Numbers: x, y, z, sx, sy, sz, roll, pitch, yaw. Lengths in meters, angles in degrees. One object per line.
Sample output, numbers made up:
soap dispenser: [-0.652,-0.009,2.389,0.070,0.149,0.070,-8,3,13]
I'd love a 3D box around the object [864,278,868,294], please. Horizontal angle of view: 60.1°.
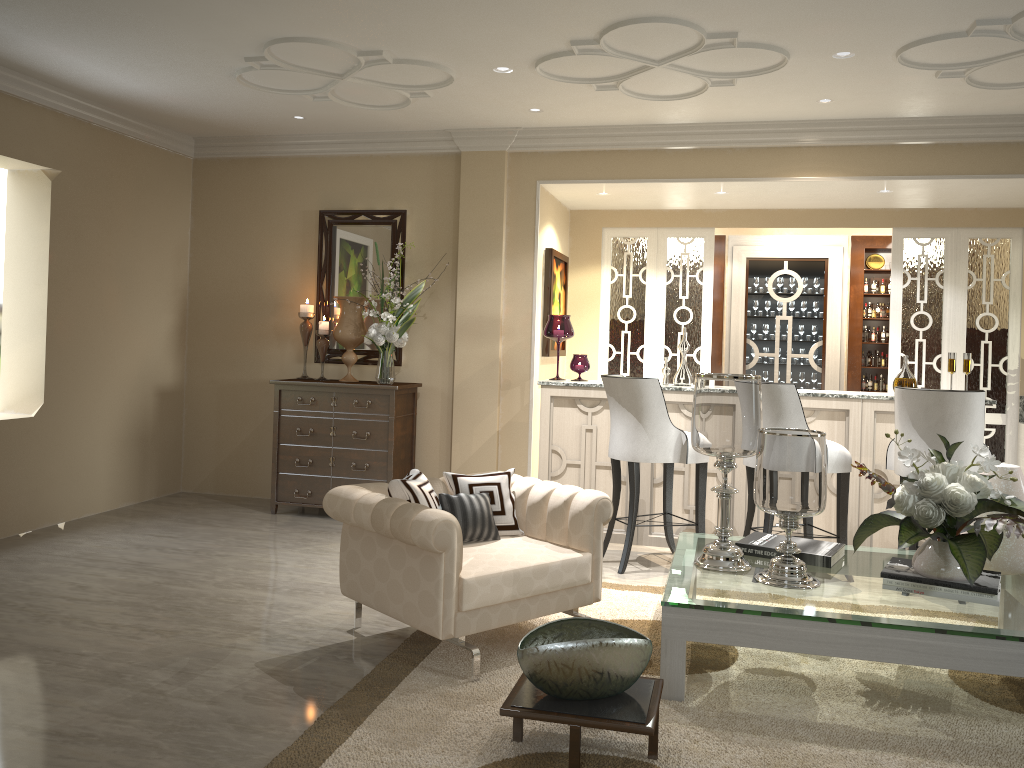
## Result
object: [2.988,-0.828,7.475,0.033,0.137,0.033,2,0,4]

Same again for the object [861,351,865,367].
object: [2.989,-0.215,7.544,0.033,0.137,0.032,2,0,8]

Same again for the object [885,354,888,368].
object: [3.160,-0.195,7.467,0.034,0.115,0.034,2,0,-36]

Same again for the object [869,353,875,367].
object: [3.030,-0.202,7.448,0.044,0.124,0.044,2,0,-8]

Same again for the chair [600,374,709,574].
chair: [0.691,0.436,4.416,0.541,0.951,0.458,2,0,-21]

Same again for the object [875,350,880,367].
object: [3.096,-0.215,7.500,0.038,0.148,0.038,2,0,-18]

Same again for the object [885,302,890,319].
object: [3.164,-0.618,7.443,0.044,0.142,0.044,2,0,-8]

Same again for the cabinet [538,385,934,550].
cabinet: [1.286,0.473,4.868,2.259,0.854,0.351,2,0,14]

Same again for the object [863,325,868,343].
object: [2.983,-0.425,7.472,0.038,0.148,0.038,2,0,-4]

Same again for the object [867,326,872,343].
object: [3.031,-0.422,7.513,0.044,0.142,0.044,2,0,15]

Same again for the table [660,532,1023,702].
table: [1.205,0.841,3.058,1.301,0.345,1.057,2,3,14]

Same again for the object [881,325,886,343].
object: [3.117,-0.418,7.425,0.038,0.148,0.038,2,0,18]

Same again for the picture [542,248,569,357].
picture: [0.295,-0.531,5.925,0.049,0.693,0.596,2,1,14]

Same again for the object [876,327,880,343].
object: [3.090,-0.414,7.486,0.039,0.132,0.039,2,0,17]

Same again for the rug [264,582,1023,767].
rug: [0.990,0.994,2.498,2.972,0.022,2.672,2,3,14]

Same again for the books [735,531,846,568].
books: [1.063,0.630,3.378,0.351,0.044,0.259,3,3,31]

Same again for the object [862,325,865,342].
object: [2.990,-0.426,7.515,0.038,0.148,0.100,2,1,10]

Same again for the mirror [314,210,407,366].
mirror: [-0.973,-0.621,5.693,0.601,0.994,0.035,2,0,14]

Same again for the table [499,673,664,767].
table: [0.193,0.894,2.346,0.385,0.156,0.336,2,2,14]

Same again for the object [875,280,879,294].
object: [3.086,-0.820,7.508,0.044,0.124,0.044,2,0,-3]

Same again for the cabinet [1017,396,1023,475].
cabinet: [3.554,0.533,5.189,0.510,0.840,1.231,2,2,-10]

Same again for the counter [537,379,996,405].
counter: [1.321,0.036,4.869,2.339,0.021,0.379,2,3,14]

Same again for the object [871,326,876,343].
object: [3.045,-0.416,7.456,0.033,0.137,0.032,2,0,24]

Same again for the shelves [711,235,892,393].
shelves: [2.376,-0.280,7.646,3.000,1.989,0.183,2,0,14]

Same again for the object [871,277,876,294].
object: [3.050,-0.831,7.464,0.038,0.148,0.038,2,0,-42]

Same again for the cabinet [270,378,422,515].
cabinet: [-1.025,0.393,5.443,0.824,0.813,0.427,2,0,14]

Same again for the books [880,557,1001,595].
books: [1.436,0.638,2.960,0.341,0.016,0.274,3,3,31]

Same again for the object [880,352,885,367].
object: [3.110,-0.203,7.438,0.039,0.132,0.039,2,0,-42]

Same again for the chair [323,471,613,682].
chair: [-0.152,0.652,3.215,0.849,0.553,0.711,0,2,-41]

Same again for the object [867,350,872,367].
object: [3.047,-0.215,7.529,0.044,0.142,0.044,2,0,12]

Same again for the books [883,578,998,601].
books: [1.428,0.655,2.954,0.337,0.019,0.254,3,3,28]

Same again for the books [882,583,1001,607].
books: [1.432,0.674,2.950,0.343,0.019,0.254,3,3,29]

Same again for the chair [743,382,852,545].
chair: [1.329,0.464,4.261,0.541,0.951,0.458,2,0,-11]

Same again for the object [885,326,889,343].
object: [3.156,-0.416,7.462,0.044,0.142,0.044,2,0,-8]

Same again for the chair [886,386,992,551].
chair: [1.969,0.492,4.102,0.458,0.951,0.541,2,0,29]
